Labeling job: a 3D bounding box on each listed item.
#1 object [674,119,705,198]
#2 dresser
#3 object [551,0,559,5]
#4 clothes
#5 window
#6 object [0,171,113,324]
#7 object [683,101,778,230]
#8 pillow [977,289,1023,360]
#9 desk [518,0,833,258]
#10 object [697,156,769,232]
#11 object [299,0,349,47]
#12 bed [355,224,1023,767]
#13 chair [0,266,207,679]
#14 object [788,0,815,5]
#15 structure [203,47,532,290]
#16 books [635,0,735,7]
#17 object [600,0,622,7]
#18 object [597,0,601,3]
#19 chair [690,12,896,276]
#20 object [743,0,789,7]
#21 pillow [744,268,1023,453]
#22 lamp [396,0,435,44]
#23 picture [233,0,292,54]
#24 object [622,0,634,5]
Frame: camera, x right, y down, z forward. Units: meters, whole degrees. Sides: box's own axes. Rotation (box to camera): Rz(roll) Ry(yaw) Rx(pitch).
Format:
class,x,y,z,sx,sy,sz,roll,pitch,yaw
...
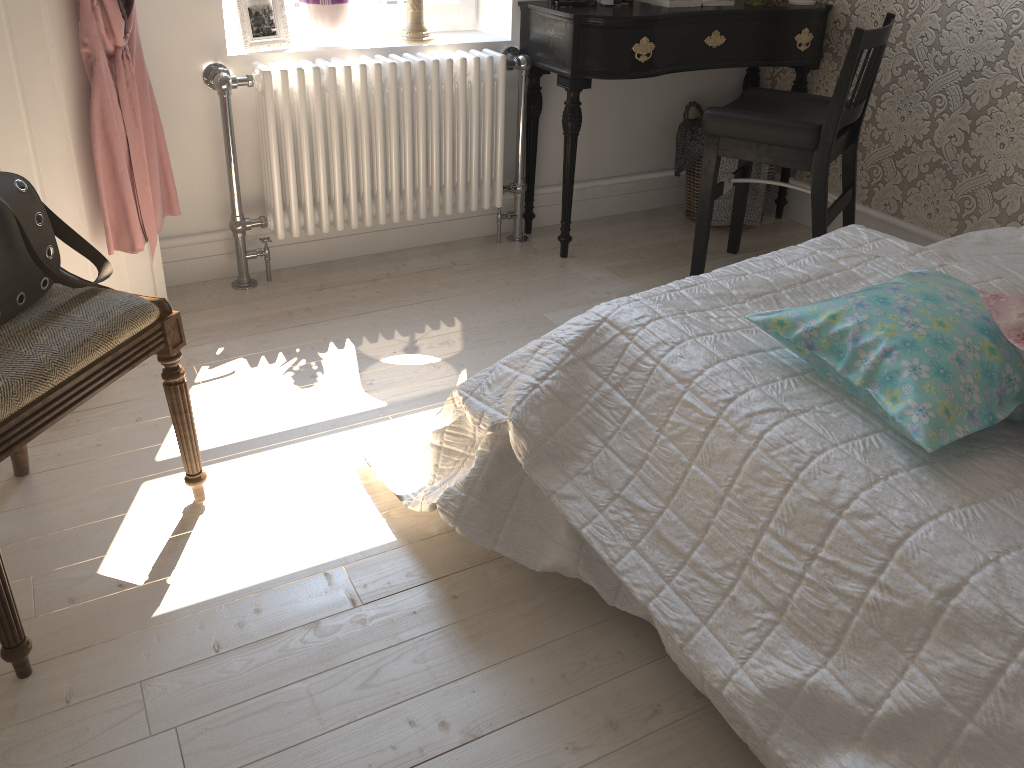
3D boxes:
class,x,y,z,sx,sy,sz,roll,pitch,yaw
object,0.787,-0.842,3.405,0.370,0.320,0.313,-12,31,-25
dresser,-1.323,-1.161,1.743,1.033,2.484,0.723,-12,29,-26
object,0.145,-1.313,2.906,0.031,0.115,0.056,6,27,8
clothes,-0.953,-0.717,2.167,0.092,0.843,0.343,2,26,0
window,-0.511,-1.957,2.634,0.957,1.715,0.114,-13,29,-27
object,-0.876,-0.228,1.454,0.213,0.238,0.415,9,29,13
object,0.851,-0.853,3.438,0.393,0.416,0.409,3,27,2
pillow,0.818,0.039,1.129,0.353,0.195,0.410,4,29,3
desk,0.596,-0.955,3.220,1.114,0.792,0.449,-13,30,-26
object,0.844,-0.820,3.403,0.290,0.342,0.363,6,28,9
object,-0.587,-1.339,2.712,0.159,0.555,0.160,-21,34,-39
bed,1.063,0.093,1.560,2.229,0.608,2.016,-13,32,-25
chair,-0.937,-0.078,1.493,0.540,0.857,0.539,9,28,14
object,1.043,-1.430,3.163,0.105,0.126,0.109,5,27,5
structure,-0.409,-0.720,2.885,1.076,0.656,0.171,-13,30,-26
books,0.598,-1.377,3.075,0.281,0.092,0.233,-12,32,-24
object,0.333,-1.335,2.923,0.071,0.152,0.072,-15,31,-31
object,0.309,-1.371,3.012,0.058,0.129,0.059,12,28,19
chair,0.873,-0.715,2.771,0.463,0.828,0.469,17,30,27
object,1.006,-1.576,2.995,0.548,0.576,0.326,18,31,28
pillow,0.608,-0.049,1.317,0.364,0.162,0.395,-10,31,-21
lamp,-0.313,-1.427,2.813,0.340,0.628,0.354,-6,28,-15
picture,-0.754,-1.120,2.659,0.050,0.217,0.180,22,33,35
object,0.390,-1.354,2.980,0.054,0.133,0.056,6,27,9
